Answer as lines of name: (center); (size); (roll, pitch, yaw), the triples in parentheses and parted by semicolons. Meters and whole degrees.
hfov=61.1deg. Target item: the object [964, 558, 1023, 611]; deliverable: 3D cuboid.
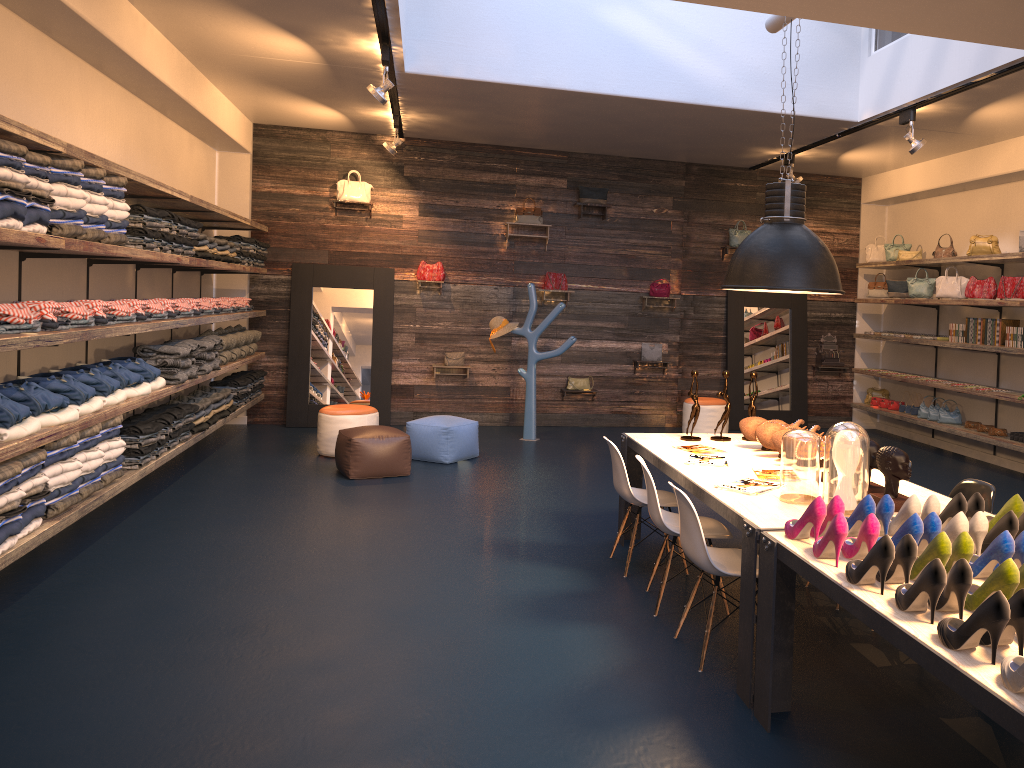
object: (1.488, 0.599, 2.644); (0.208, 0.195, 0.235); (2, 4, -9)

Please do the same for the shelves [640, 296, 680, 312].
shelves: (1.929, -1.043, 11.351); (0.514, 0.184, 0.195); (1, 4, -13)

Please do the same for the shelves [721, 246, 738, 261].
shelves: (3.035, -1.730, 11.591); (0.469, 0.177, 0.237); (1, 4, -13)

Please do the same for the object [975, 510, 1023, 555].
object: (1.854, 0.552, 3.284); (0.210, 0.195, 0.233); (2, 4, -12)

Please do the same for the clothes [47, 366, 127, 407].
clothes: (-2.612, 0.014, 5.237); (0.439, 0.240, 0.415); (2, 5, -10)

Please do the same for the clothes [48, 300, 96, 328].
clothes: (-2.570, -0.391, 4.899); (0.344, 0.159, 0.326); (3, 5, 11)

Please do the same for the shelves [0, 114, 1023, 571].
shelves: (1.698, 0.215, 2.941); (8.924, 2.220, 16.356); (2, 6, -8)

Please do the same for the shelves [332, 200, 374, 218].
shelves: (-1.889, -2.075, 10.312); (0.469, 0.157, 0.237); (1, 5, -13)

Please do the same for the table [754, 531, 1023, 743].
table: (1.723, 1.098, 2.430); (1.275, 0.738, 2.466); (2, 5, -8)

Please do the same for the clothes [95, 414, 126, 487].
clothes: (-2.516, 0.393, 5.207); (0.269, 0.454, 0.335); (3, 3, 4)

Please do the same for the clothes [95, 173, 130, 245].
clothes: (-2.473, -1.046, 5.170); (0.269, 0.454, 0.335); (3, 3, 4)

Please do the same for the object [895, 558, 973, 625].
object: (1.269, 0.593, 2.605); (0.204, 0.195, 0.240); (2, 4, -2)

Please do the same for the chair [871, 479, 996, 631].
chair: (2.139, 0.894, 4.369); (0.572, 0.799, 0.443); (1, 3, -17)

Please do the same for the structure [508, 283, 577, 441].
structure: (0.271, -0.256, 9.996); (0.930, 1.804, 0.179); (3, 2, 13)

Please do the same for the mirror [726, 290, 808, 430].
mirror: (3.454, -0.343, 11.752); (1.201, 1.914, 0.257); (2, 2, -14)

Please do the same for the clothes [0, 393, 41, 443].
clothes: (-2.490, 0.141, 4.022); (0.439, 0.240, 0.415); (2, 5, -10)

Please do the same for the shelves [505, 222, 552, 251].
shelves: (0.195, -1.837, 10.854); (0.580, 0.316, 0.236); (1, 3, -13)

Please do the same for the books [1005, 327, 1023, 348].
books: (5.326, -0.484, 9.064); (0.188, 0.212, 0.320); (2, 4, -9)

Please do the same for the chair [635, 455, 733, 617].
chair: (0.932, 0.802, 4.739); (0.552, 0.799, 0.461); (2, 3, -3)

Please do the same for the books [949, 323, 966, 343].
books: (5.190, -0.583, 9.987); (0.186, 0.209, 0.309); (2, 4, -8)

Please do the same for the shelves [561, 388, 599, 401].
shelves: (0.862, 0.151, 11.093); (0.469, 0.157, 0.237); (1, 5, -13)

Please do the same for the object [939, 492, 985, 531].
object: (1.817, 0.522, 3.563); (0.208, 0.195, 0.235); (2, 4, -9)

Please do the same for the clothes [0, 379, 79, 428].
clothes: (-2.534, 0.096, 4.450); (0.420, 0.240, 0.435); (3, 5, 6)

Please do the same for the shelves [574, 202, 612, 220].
shelves: (1.024, -2.196, 11.057); (0.469, 0.178, 0.237); (1, 4, -13)

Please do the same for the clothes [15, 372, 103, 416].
clothes: (-2.572, 0.056, 4.839); (0.439, 0.240, 0.415); (2, 5, -10)

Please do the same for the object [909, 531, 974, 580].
object: (1.435, 0.569, 2.922); (0.207, 0.195, 0.237); (2, 4, -6)

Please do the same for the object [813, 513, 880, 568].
object: (1.196, 0.538, 3.120); (0.207, 0.195, 0.243); (3, 4, 2)

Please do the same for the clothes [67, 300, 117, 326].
clothes: (-2.579, -0.431, 5.228); (0.334, 0.154, 0.338); (1, 5, -15)

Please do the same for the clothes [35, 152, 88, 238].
clothes: (-2.407, -0.977, 4.504); (0.269, 0.454, 0.335); (3, 3, 4)

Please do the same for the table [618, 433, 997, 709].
table: (1.477, 0.841, 4.893); (1.275, 0.738, 2.466); (2, 5, -8)

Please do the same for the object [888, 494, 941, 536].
object: (1.610, 0.520, 3.490); (0.205, 0.195, 0.239); (2, 4, -3)

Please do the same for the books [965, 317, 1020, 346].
books: (5.268, -0.575, 9.536); (0.247, 0.287, 0.619); (2, 5, -9)

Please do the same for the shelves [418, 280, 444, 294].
shelves: (-0.991, -1.174, 10.571); (0.315, 0.157, 0.237); (2, 5, -11)

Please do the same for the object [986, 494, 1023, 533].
object: (2.060, 0.531, 3.590); (0.208, 0.195, 0.235); (2, 4, -9)

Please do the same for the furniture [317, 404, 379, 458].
furniture: (-1.625, 0.459, 8.619); (0.596, 0.479, 0.566); (2, 4, -8)

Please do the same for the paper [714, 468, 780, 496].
paper: (1.308, 0.498, 4.479); (0.311, 0.014, 0.776); (6, 7, 32)

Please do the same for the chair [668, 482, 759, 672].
chair: (0.995, 0.869, 4.094); (0.565, 0.799, 0.450); (2, 3, -12)

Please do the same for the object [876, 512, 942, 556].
object: (1.444, 0.544, 3.174); (0.213, 0.195, 0.230); (1, 4, -18)

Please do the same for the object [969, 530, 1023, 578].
object: (1.668, 0.574, 2.979); (0.208, 0.195, 0.235); (2, 4, -9)

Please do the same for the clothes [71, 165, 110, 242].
clothes: (-2.439, -1.010, 4.821); (0.269, 0.454, 0.335); (3, 3, 4)

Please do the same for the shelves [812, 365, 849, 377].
shelves: (4.393, -0.166, 11.998); (0.469, 0.157, 0.237); (1, 5, -13)

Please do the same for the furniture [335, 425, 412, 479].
furniture: (-1.241, 0.587, 7.794); (0.694, 0.422, 0.606); (0, 5, -26)

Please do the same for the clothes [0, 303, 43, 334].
clothes: (-2.500, -0.318, 4.201); (0.344, 0.159, 0.326); (3, 5, 11)

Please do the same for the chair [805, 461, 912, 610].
chair: (2.009, 0.824, 5.006); (0.565, 0.799, 0.450); (2, 3, -12)

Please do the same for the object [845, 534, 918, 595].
object: (1.215, 0.566, 2.851); (0.208, 0.195, 0.235); (2, 4, -9)

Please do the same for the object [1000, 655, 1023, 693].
object: (1.292, 0.647, 2.071); (0.204, 0.195, 0.241); (2, 4, -1)

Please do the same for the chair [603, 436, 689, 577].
chair: (0.825, 0.733, 5.382); (0.565, 0.799, 0.450); (2, 3, -12)

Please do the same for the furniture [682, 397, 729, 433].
furniture: (2.420, 0.420, 10.851); (0.596, 0.479, 0.566); (2, 4, -8)

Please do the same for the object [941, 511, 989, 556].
object: (1.647, 0.548, 3.228); (0.208, 0.195, 0.235); (2, 4, -9)

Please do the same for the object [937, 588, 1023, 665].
object: (1.275, 0.620, 2.336); (0.211, 0.195, 0.232); (1, 4, -14)

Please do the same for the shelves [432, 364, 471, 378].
shelves: (-0.746, -0.154, 10.670); (0.469, 0.143, 0.237); (1, 5, -13)

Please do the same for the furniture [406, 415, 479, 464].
furniture: (-0.692, 0.527, 8.652); (0.606, 0.422, 0.694); (5, 5, 29)

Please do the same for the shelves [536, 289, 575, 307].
shelves: (0.545, -1.081, 10.970); (0.469, 0.210, 0.237); (1, 4, -13)

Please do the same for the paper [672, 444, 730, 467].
paper: (1.151, 0.421, 5.179); (0.335, 0.014, 0.721); (3, 6, 2)

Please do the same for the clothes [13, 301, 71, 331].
clothes: (-2.509, -0.358, 4.530); (0.334, 0.154, 0.338); (1, 5, -15)

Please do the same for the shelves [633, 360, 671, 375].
shelves: (1.817, -0.211, 11.329); (0.469, 0.183, 0.237); (1, 4, -13)

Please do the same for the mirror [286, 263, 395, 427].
mirror: (-2.027, -0.451, 10.334); (1.201, 1.914, 0.257); (2, 2, -14)
